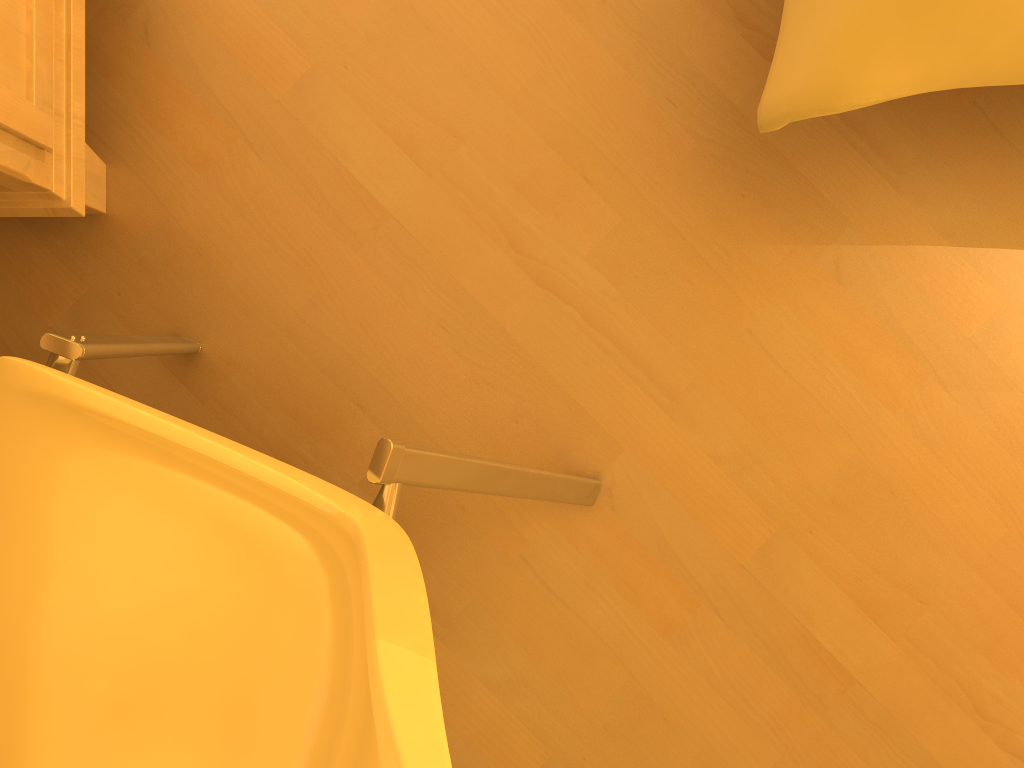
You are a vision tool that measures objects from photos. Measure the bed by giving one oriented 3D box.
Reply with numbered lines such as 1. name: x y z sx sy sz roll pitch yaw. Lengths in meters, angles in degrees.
1. bed: 1.405 -0.865 0.632 2.378 0.894 1.286 0 90 0

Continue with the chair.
1. chair: -0.237 0.273 0.685 0.546 0.785 0.531 20 90 0

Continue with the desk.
1. desk: -0.804 0.018 0.719 0.684 0.720 1.396 0 90 0
